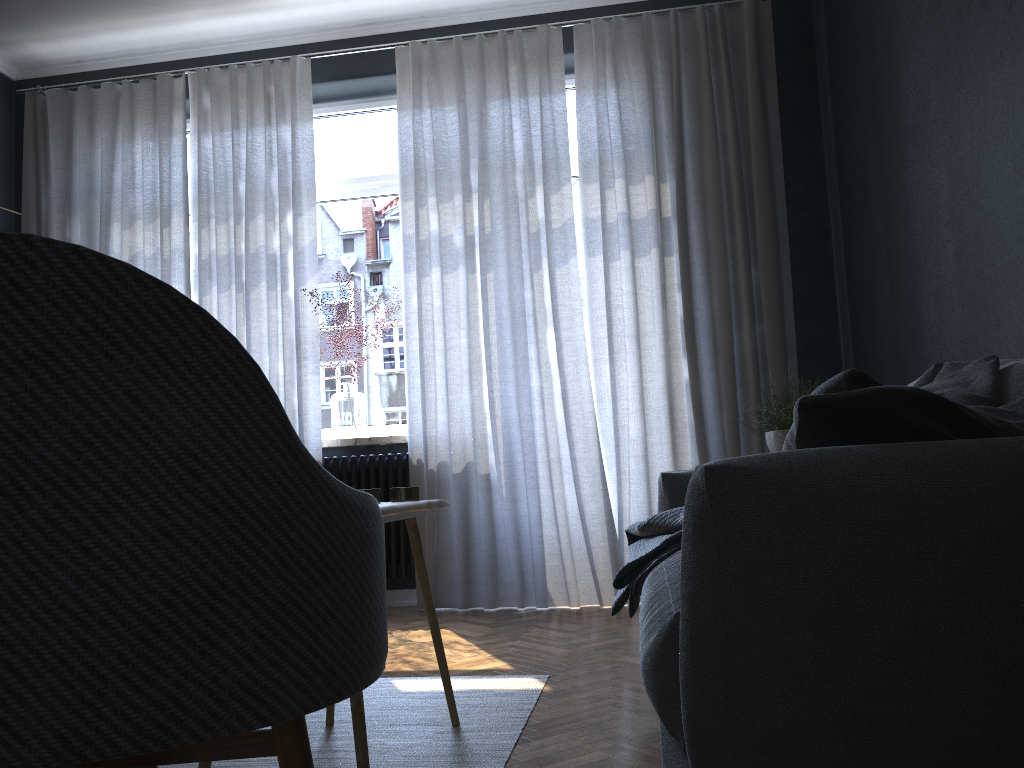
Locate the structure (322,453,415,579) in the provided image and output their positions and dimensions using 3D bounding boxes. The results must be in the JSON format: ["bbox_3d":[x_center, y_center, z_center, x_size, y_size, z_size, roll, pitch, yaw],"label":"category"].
[{"bbox_3d":[-1.225,0.688,4.459,1.847,0.599,0.216,-4,-6,8],"label":"structure"}]

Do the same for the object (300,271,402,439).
[{"bbox_3d":[-0.821,-0.130,4.496,0.514,0.808,0.600,-1,-6,-17],"label":"object"}]

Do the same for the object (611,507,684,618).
[{"bbox_3d":[0.542,0.458,2.524,0.490,0.328,0.667,-4,-6,13],"label":"object"}]

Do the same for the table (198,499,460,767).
[{"bbox_3d":[-0.357,0.531,1.857,0.339,0.549,0.789,-4,-6,8],"label":"table"}]

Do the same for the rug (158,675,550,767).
[{"bbox_3d":[-0.534,0.800,1.724,1.003,0.013,2.014,-4,-6,8],"label":"rug"}]

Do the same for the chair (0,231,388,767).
[{"bbox_3d":[-0.449,0.300,0.944,0.645,0.810,0.495,-1,-6,-13],"label":"chair"}]

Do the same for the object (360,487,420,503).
[{"bbox_3d":[-0.324,0.255,2.013,0.103,0.033,0.369,-5,-7,19],"label":"object"}]

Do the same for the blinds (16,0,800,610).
[{"bbox_3d":[-0.596,-0.311,4.386,3.993,2.784,0.313,-4,-5,8],"label":"blinds"}]

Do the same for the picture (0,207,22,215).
[{"bbox_3d":[-2.957,-0.776,2.640,0.058,0.770,4.463,-4,-6,8],"label":"picture"}]

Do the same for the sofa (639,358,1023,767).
[{"bbox_3d":[0.756,0.356,1.913,0.970,0.797,2.343,-4,-6,8],"label":"sofa"}]

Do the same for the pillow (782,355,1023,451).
[{"bbox_3d":[0.600,0.119,1.325,0.442,0.361,0.798,-6,-7,26],"label":"pillow"}]
